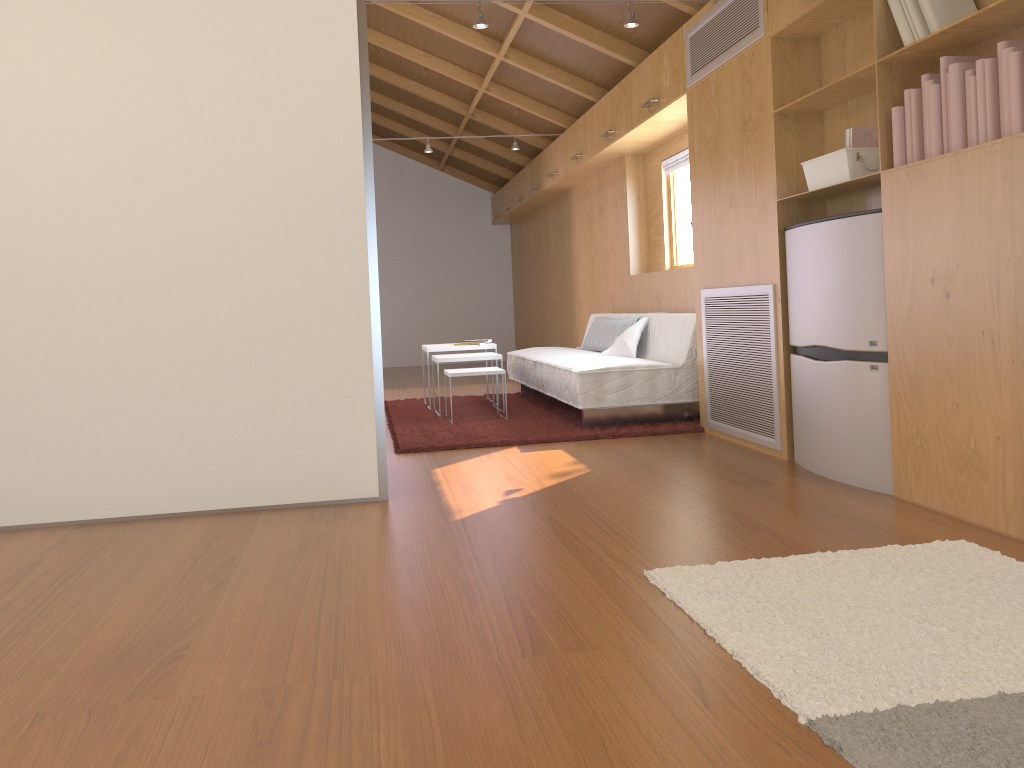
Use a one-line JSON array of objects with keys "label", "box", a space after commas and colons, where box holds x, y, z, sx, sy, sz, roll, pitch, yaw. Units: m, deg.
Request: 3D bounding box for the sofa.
[{"label": "sofa", "box": [0.567, -0.152, 5.976, 0.863, 0.627, 2.360, -3, 5, -9]}]

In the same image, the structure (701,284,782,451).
[{"label": "structure", "box": [1.075, -0.103, 4.217, 0.013, 0.720, 0.821, -3, 3, -9]}]

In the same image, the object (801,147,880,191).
[{"label": "object", "box": [1.289, -0.819, 3.401, 0.203, 0.122, 0.350, -3, 4, -9]}]

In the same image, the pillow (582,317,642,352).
[{"label": "pillow", "box": [0.690, -0.347, 6.280, 0.171, 0.251, 1.044, -3, 5, -10]}]

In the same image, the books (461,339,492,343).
[{"label": "books", "box": [-0.252, -0.305, 6.315, 0.193, 0.016, 0.153, -2, 5, 10]}]

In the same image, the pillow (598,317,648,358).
[{"label": "pillow", "box": [0.719, -0.296, 5.651, 0.345, 0.251, 0.268, 1, 4, 44]}]

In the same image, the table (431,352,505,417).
[{"label": "table", "box": [-0.302, -0.003, 5.924, 0.424, 0.383, 0.459, -3, 3, -10]}]

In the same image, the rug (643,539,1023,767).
[{"label": "rug", "box": [1.105, 0.610, 0.531, 0.917, 0.011, 3.730, -3, 5, -9]}]

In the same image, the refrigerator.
[{"label": "refrigerator", "box": [1.306, -0.142, 3.393, 0.262, 0.986, 0.714, -3, 2, -9]}]

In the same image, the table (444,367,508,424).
[{"label": "table", "box": [-0.233, 0.065, 5.529, 0.342, 0.308, 0.370, -3, 3, -10]}]

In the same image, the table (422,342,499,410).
[{"label": "table", "box": [-0.380, -0.066, 6.379, 0.485, 0.438, 0.525, -3, 3, -10]}]

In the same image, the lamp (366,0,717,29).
[{"label": "lamp", "box": [-0.898, -1.674, 3.935, 3.830, 0.153, 0.072, -3, 1, -10]}]

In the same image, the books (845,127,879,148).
[{"label": "books", "box": [1.310, -0.851, 3.279, 0.150, 0.192, 0.088, -3, 1, -10]}]

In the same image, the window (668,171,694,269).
[{"label": "window", "box": [1.261, -1.132, 5.537, 0.035, 0.788, 1.500, -3, 4, -9]}]

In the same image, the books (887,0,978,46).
[{"label": "books", "box": [1.368, -1.240, 2.885, 0.176, 0.296, 0.280, -3, 3, -10]}]

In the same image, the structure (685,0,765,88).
[{"label": "structure", "box": [1.001, -1.681, 4.229, 0.013, 0.300, 0.905, -3, 4, -9]}]

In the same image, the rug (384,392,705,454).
[{"label": "rug", "box": [0.151, 0.194, 5.794, 1.886, 0.020, 2.486, -3, 5, -9]}]

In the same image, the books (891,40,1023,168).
[{"label": "books", "box": [1.615, -0.934, 1.451, 0.189, 0.656, 3.116, -3, 5, -9]}]

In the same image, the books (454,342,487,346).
[{"label": "books", "box": [-0.291, -0.281, 6.238, 0.193, 0.016, 0.153, -1, 5, 20]}]

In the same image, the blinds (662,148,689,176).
[{"label": "blinds", "box": [1.196, -1.468, 5.526, 0.047, 0.111, 1.501, -3, 5, -9]}]

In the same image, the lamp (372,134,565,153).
[{"label": "lamp", "box": [-1.435, -1.922, 7.082, 3.830, 0.153, 0.072, -3, 1, -10]}]
